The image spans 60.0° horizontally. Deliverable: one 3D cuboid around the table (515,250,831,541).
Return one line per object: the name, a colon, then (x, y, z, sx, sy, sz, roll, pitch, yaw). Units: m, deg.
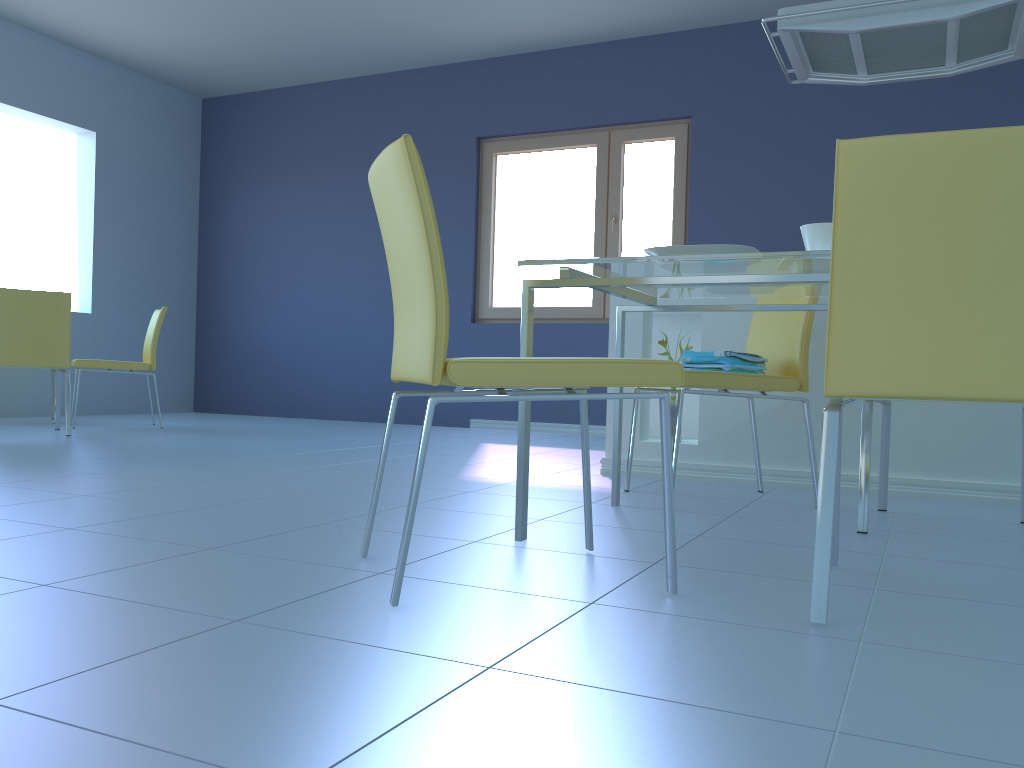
table: (0.685, 0.057, 1.928, 1.173, 0.590, 0.730, 2, 0, 25)

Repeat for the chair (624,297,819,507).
chair: (0.637, -0.006, 2.647, 0.484, 0.695, 0.387, 2, 0, -11)

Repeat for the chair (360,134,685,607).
chair: (-0.009, -0.019, 1.537, 0.484, 0.695, 0.387, 2, 0, -17)

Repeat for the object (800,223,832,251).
object: (0.649, -0.281, 1.821, 0.111, 0.083, 0.091, 2, 0, -3)

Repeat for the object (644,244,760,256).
object: (0.390, -0.257, 1.813, 0.228, 0.020, 0.228, 2, 0, 22)

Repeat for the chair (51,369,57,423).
chair: (-2.940, -0.128, 5.330, 0.387, 0.695, 0.484, 2, 0, -29)

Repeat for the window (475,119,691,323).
window: (0.432, -1.023, 5.763, 1.475, 1.263, 0.142, 2, 0, 25)

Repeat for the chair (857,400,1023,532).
chair: (1.111, 0.010, 2.230, 0.387, 0.695, 0.484, 2, 0, 28)

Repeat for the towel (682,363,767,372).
towel: (0.623, -0.050, 2.634, 0.195, 0.024, 0.201, 1, 0, -40)

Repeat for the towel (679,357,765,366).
towel: (0.625, -0.065, 2.637, 0.195, 0.027, 0.192, 1, 0, -44)

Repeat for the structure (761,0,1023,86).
structure: (1.415, -1.654, 3.163, 0.895, 0.962, 0.695, 2, 0, 25)

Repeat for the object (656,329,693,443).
object: (0.587, 0.001, 3.233, 0.067, 0.423, 0.229, 1, 0, -34)

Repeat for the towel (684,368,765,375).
towel: (0.623, -0.036, 2.640, 0.201, 0.024, 0.195, 2, 0, 45)

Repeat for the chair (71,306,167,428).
chair: (-2.262, -0.105, 5.111, 0.484, 0.699, 0.387, 2, 0, -29)

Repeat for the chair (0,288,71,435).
chair: (-2.409, -0.107, 4.387, 0.387, 0.695, 0.484, 1, 0, -34)

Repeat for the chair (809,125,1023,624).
chair: (0.696, 0.003, 1.406, 0.387, 0.695, 0.484, 2, 0, 23)

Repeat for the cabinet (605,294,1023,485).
cabinet: (1.639, -0.031, 3.903, 2.139, 0.800, 2.200, 2, 0, 25)

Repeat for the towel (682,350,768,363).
towel: (0.629, -0.081, 2.636, 0.195, 0.033, 0.190, 1, 0, -38)
